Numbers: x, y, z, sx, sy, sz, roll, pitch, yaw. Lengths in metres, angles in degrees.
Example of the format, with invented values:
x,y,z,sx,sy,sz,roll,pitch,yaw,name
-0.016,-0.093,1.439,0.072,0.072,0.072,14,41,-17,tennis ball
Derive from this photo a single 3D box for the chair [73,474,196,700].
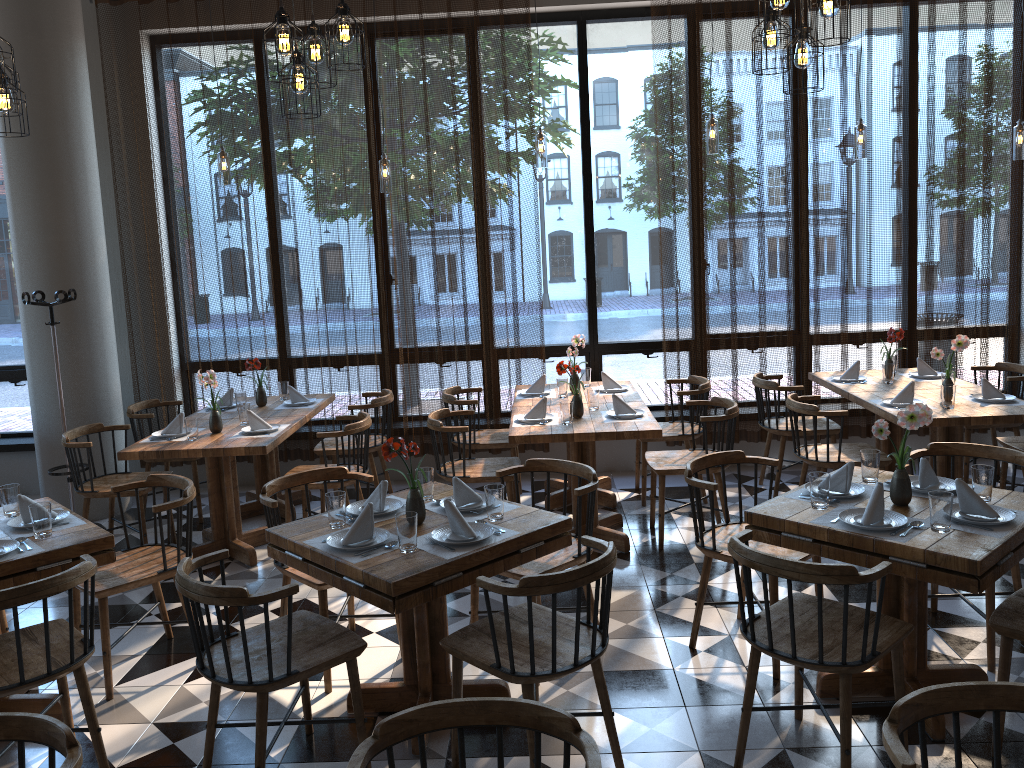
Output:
x,y,z,sx,sy,sz,roll,pitch,yaw,name
-1.687,0.875,3.988,0.551,0.813,0.520,-10,10,-43,chair

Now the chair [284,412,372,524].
x,y,z,sx,sy,sz,roll,pitch,yaw,name
-1.112,0.616,5.406,0.549,0.813,0.522,-3,8,2,chair

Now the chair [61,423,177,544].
x,y,z,sx,sy,sz,roll,pitch,yaw,name
-2.415,0.673,5.450,0.549,0.813,0.522,-3,8,2,chair

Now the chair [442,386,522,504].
x,y,z,sx,sy,sz,roll,pitch,yaw,name
-0.193,0.439,6.213,0.549,0.813,0.522,-3,8,2,chair

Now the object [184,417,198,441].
x,y,z,sx,sy,sz,roll,pitch,yaw,name
-1.874,0.264,5.189,0.080,0.131,0.080,-5,8,-13,object

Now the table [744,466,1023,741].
x,y,z,sx,sy,sz,roll,pitch,yaw,name
1.508,0.837,3.427,0.867,0.760,0.866,-10,11,-42,table

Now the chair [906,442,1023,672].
x,y,z,sx,sy,sz,roll,pitch,yaw,name
1.967,0.716,3.865,0.551,0.813,0.520,-10,10,-43,chair

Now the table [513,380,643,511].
x,y,z,sx,sy,sz,roll,pitch,yaw,name
0.457,0.436,6.200,0.850,0.760,0.855,-3,8,2,table

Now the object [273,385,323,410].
x,y,z,sx,sy,sz,roll,pitch,yaw,name
-1.498,0.073,6.232,0.272,0.136,0.354,-2,9,2,object

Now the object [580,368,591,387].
x,y,z,sx,sy,sz,roll,pitch,yaw,name
0.531,-0.046,6.365,0.080,0.131,0.080,3,9,37,object

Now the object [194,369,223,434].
x,y,z,sx,sy,sz,roll,pitch,yaw,name
-1.824,0.101,5.343,0.147,0.398,0.207,-8,9,-34,object

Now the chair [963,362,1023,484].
x,y,z,sx,sy,sz,roll,pitch,yaw,name
3.263,0.289,6.097,0.549,0.813,0.522,-3,8,2,chair

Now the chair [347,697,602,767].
x,y,z,sx,sy,sz,roll,pitch,yaw,name
-0.063,1.154,1.789,0.519,0.813,0.553,-3,8,2,chair

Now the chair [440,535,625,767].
x,y,z,sx,sy,sz,roll,pitch,yaw,name
0.084,0.946,3.023,0.521,0.813,0.551,-10,10,-43,chair

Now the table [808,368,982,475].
x,y,z,sx,sy,sz,roll,pitch,yaw,name
2.610,0.343,6.127,0.850,0.760,0.855,-3,8,2,table

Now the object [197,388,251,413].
x,y,z,sx,sy,sz,roll,pitch,yaw,name
-2.031,0.097,6.244,0.272,0.136,0.354,-2,9,2,object

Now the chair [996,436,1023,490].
x,y,z,sx,sy,sz,roll,pitch,yaw,name
3.239,0.426,5.260,0.549,0.813,0.522,-3,8,2,chair

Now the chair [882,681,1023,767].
x,y,z,sx,sy,sz,roll,pitch,yaw,name
1.038,1.106,1.752,0.519,0.813,0.553,-3,8,2,chair

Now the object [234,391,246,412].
x,y,z,sx,sy,sz,roll,pitch,yaw,name
-1.850,0.122,6.051,0.080,0.131,0.080,1,8,27,object

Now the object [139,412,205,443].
x,y,z,sx,sy,sz,roll,pitch,yaw,name
-2.055,0.242,5.362,0.272,0.136,0.354,-2,9,2,object

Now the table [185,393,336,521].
x,y,z,sx,sy,sz,roll,pitch,yaw,name
-1.741,0.532,6.274,0.850,0.760,0.855,-3,8,2,table

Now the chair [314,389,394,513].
x,y,z,sx,sy,sz,roll,pitch,yaw,name
-1.088,0.478,6.243,0.549,0.813,0.522,-3,8,2,chair

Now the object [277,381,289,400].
x,y,z,sx,sy,sz,roll,pitch,yaw,name
-1.660,0.050,6.438,0.080,0.131,0.080,1,8,27,object

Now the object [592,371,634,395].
x,y,z,sx,sy,sz,roll,pitch,yaw,name
0.696,-0.023,6.158,0.272,0.136,0.354,-2,9,2,object

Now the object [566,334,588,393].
x,y,z,sx,sy,sz,roll,pitch,yaw,name
0.454,-0.141,6.139,0.146,0.398,0.208,-2,7,6,object

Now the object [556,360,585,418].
x,y,z,sx,sy,sz,roll,pitch,yaw,name
0.347,0.028,5.277,0.171,0.353,0.157,-5,8,-19,object

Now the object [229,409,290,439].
x,y,z,sx,sy,sz,roll,pitch,yaw,name
-1.523,0.218,5.350,0.272,0.136,0.354,-2,9,2,object

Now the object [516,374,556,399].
x,y,z,sx,sy,sz,roll,pitch,yaw,name
0.163,0.001,6.170,0.272,0.136,0.354,-2,9,2,object

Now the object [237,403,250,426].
x,y,z,sx,sy,sz,roll,pitch,yaw,name
-1.684,0.191,5.577,0.080,0.131,0.080,-5,8,-13,object

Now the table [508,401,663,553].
x,y,z,sx,sy,sz,roll,pitch,yaw,name
0.433,0.576,5.350,0.850,0.760,0.855,-3,8,2,table

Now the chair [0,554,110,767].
x,y,z,sx,sy,sz,roll,pitch,yaw,name
-1.713,1.024,3.083,0.521,0.813,0.551,-10,10,-43,chair

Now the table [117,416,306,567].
x,y,z,sx,sy,sz,roll,pitch,yaw,name
-1.765,0.672,5.424,0.850,0.760,0.855,-3,8,2,table

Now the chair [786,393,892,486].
x,y,z,sx,sy,sz,roll,pitch,yaw,name
1.936,0.483,5.304,0.549,0.813,0.522,-3,8,2,chair

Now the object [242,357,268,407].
x,y,z,sx,sy,sz,roll,pitch,yaw,name
-1.789,-0.014,6.178,0.156,0.353,0.172,1,8,24,object

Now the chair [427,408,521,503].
x,y,z,sx,sy,sz,roll,pitch,yaw,name
-0.217,0.577,5.376,0.549,0.813,0.522,-3,8,2,chair

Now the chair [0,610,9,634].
x,y,z,sx,sy,sz,roll,pitch,yaw,name
-2.597,0.915,4.018,0.521,0.813,0.551,-10,10,-43,chair

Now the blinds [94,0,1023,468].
x,y,z,sx,sy,sz,roll,pitch,yaw,name
0.637,-1.279,6.568,7.264,3.563,0.161,-3,7,2,blinds

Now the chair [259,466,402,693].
x,y,z,sx,sy,sz,roll,pitch,yaw,name
-0.800,0.837,3.958,0.521,0.813,0.551,-10,10,-43,chair

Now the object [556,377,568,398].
x,y,z,sx,sy,sz,roll,pitch,yaw,name
0.341,0.027,5.977,0.080,0.131,0.080,3,9,37,object

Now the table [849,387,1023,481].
x,y,z,sx,sy,sz,roll,pitch,yaw,name
2.586,0.482,5.278,0.850,0.760,0.855,-3,8,2,table

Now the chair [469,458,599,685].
x,y,z,sx,sy,sz,roll,pitch,yaw,name
0.110,0.797,3.927,0.551,0.813,0.520,-10,10,-43,chair

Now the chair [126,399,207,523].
x,y,z,sx,sy,sz,roll,pitch,yaw,name
-2.392,0.535,6.287,0.549,0.813,0.522,-3,8,2,chair

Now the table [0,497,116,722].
x,y,z,sx,sy,sz,roll,pitch,yaw,name
-2.146,0.996,3.550,0.867,0.760,0.866,-10,11,-42,table

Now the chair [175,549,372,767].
x,y,z,sx,sy,sz,roll,pitch,yaw,name
-0.826,0.986,3.053,0.551,0.813,0.520,-10,10,-43,chair

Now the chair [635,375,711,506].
x,y,z,sx,sy,sz,roll,pitch,yaw,name
1.110,0.382,6.169,0.549,0.813,0.522,-3,8,2,chair

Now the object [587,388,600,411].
x,y,z,sx,sy,sz,roll,pitch,yaw,name
0.507,0.096,5.503,0.080,0.131,0.080,-5,8,-13,object

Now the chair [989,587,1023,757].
x,y,z,sx,sy,sz,roll,pitch,yaw,name
1.941,0.865,2.960,0.521,0.813,0.551,-10,10,-43,chair

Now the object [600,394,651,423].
x,y,z,sx,sy,sz,roll,pitch,yaw,name
0.671,0.122,5.276,0.272,0.136,0.354,-2,9,2,object

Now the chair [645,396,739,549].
x,y,z,sx,sy,sz,roll,pitch,yaw,name
1.087,0.520,5.332,0.549,0.813,0.522,-3,8,2,chair

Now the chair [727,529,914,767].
x,y,z,sx,sy,sz,roll,pitch,yaw,name
1.031,0.905,2.991,0.551,0.813,0.520,-10,10,-43,chair

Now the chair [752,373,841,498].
x,y,z,sx,sy,sz,roll,pitch,yaw,name
1.959,0.345,6.141,0.549,0.813,0.522,-3,8,2,chair

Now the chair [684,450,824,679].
x,y,z,sx,sy,sz,roll,pitch,yaw,name
1.056,0.756,3.896,0.521,0.813,0.551,-10,10,-43,chair

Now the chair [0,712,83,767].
x,y,z,sx,sy,sz,roll,pitch,yaw,name
-1.163,1.202,1.826,0.519,0.813,0.553,-3,8,2,chair

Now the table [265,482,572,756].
x,y,z,sx,sy,sz,roll,pitch,yaw,name
-0.349,0.918,3.490,0.867,0.760,0.866,-10,11,-42,table
